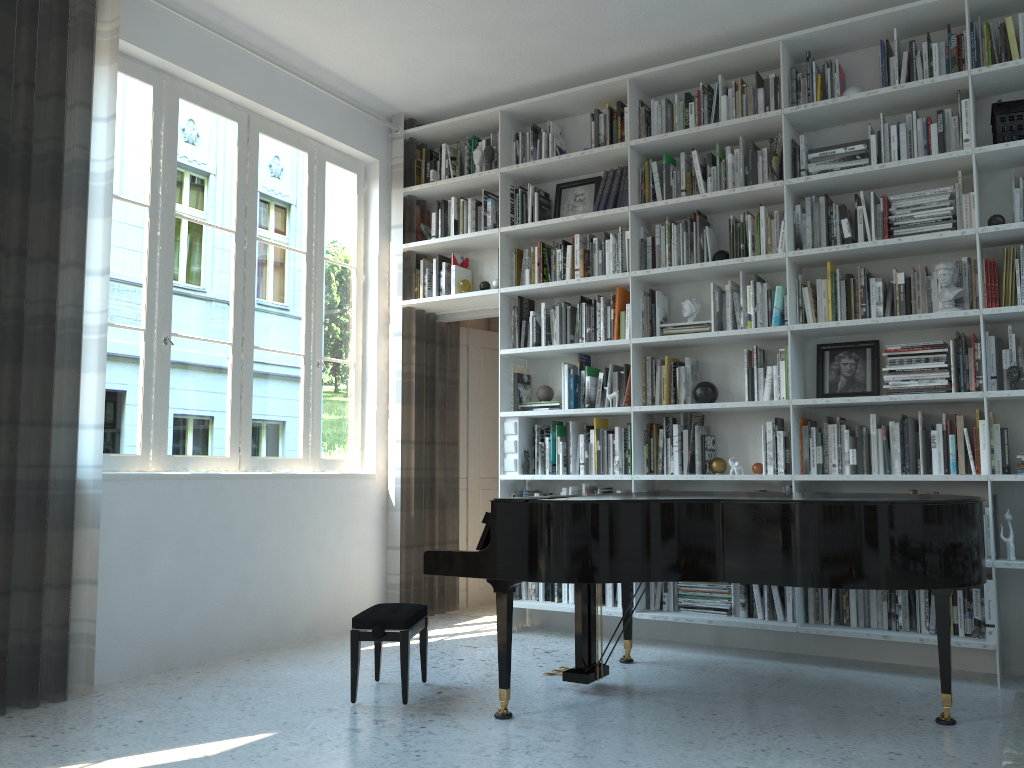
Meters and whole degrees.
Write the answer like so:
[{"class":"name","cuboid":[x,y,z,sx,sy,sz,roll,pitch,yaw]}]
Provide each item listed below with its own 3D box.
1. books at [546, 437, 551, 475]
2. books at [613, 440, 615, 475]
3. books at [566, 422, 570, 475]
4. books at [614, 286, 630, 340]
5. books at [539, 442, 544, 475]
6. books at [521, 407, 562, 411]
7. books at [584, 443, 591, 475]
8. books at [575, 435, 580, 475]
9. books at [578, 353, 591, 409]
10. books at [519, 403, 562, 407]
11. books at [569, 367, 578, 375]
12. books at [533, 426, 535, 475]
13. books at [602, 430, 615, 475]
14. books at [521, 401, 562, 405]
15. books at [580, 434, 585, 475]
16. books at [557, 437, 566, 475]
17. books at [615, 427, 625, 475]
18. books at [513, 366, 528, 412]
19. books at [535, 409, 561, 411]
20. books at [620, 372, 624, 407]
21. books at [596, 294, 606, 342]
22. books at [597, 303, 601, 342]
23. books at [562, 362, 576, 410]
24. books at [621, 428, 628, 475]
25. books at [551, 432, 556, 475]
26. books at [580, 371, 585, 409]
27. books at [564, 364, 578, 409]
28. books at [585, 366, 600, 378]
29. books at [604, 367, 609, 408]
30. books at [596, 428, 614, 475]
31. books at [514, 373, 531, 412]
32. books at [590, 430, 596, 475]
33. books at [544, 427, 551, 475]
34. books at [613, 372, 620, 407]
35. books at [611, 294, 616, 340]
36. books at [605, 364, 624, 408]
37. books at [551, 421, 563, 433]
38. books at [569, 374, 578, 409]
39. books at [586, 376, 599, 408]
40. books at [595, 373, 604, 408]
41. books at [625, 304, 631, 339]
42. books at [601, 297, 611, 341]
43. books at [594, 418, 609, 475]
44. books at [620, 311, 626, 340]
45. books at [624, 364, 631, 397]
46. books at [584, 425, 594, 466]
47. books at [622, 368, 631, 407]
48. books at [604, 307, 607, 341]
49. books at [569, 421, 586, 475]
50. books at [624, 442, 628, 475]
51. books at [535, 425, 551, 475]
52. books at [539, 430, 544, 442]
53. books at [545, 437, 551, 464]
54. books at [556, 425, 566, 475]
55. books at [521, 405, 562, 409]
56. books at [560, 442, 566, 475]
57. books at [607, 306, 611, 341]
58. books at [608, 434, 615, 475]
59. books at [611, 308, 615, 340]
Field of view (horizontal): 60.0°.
[{"class":"books","cuboid":[0.251,0.425,5.210,0.015,0.216,0.180,-3,-6,31]},{"class":"books","cuboid":[0.611,0.416,5.016,0.023,0.194,0.140,-3,-6,31]},{"class":"books","cuboid":[0.363,0.376,5.140,0.019,0.300,0.180,-3,-6,31]},{"class":"books","cuboid":[0.629,-0.381,5.067,0.035,0.325,0.170,-3,-6,31]},{"class":"books","cuboid":[0.210,0.440,5.216,0.019,0.189,0.193,-3,-6,31]},{"class":"books","cuboid":[0.206,0.156,5.283,0.254,0.012,0.161,-4,-7,32]},{"class":"books","cuboid":[0.469,0.429,5.074,0.029,0.181,0.190,-3,-6,31]},{"class":"books","cuboid":[0.417,0.411,5.140,0.045,0.230,0.138,-3,-6,31]},{"class":"books","cuboid":[0.423,-0.006,5.168,0.011,0.335,0.153,-3,-6,31]},{"class":"books","cuboid":[0.203,0.131,5.279,0.285,0.012,0.159,-4,-7,35]},{"class":"books","cuboid":[0.378,0.036,5.187,0.031,0.255,0.143,-3,-6,31]},{"class":"books","cuboid":[0.166,0.399,5.289,0.008,0.285,0.159,-3,-6,31]},{"class":"books","cuboid":[0.558,0.390,5.029,0.028,0.249,0.159,-3,-6,31]},{"class":"books","cuboid":[0.206,0.119,5.286,0.254,0.012,0.161,-4,-7,32]},{"class":"books","cuboid":[0.439,0.408,5.107,0.027,0.229,0.159,-3,-6,31]},{"class":"books","cuboid":[0.315,0.420,5.170,0.015,0.219,0.190,-3,-6,31]},{"class":"books","cuboid":[0.627,0.377,4.983,0.021,0.265,0.185,-3,-6,31]},{"class":"books","cuboid":[0.050,0.042,5.391,0.012,0.285,0.159,-3,-6,31]},{"class":"books","cuboid":[0.204,0.167,5.278,0.285,0.012,0.159,-4,-7,34]},{"class":"books","cuboid":[0.650,0.041,5.014,0.027,0.209,0.144,-3,-6,31]},{"class":"books","cuboid":[0.520,-0.362,5.149,0.011,0.304,0.130,-3,-6,31]},{"class":"books","cuboid":[0.527,-0.336,5.137,0.011,0.251,0.139,-3,-6,31]},{"class":"books","cuboid":[0.335,0.023,5.206,0.012,0.285,0.159,-3,-6,31]},{"class":"books","cuboid":[0.652,0.381,4.991,0.013,0.260,0.142,-3,-6,31]},{"class":"books","cuboid":[0.275,0.409,5.188,0.009,0.244,0.184,-3,-6,31]},{"class":"books","cuboid":[0.444,0.045,5.158,0.030,0.231,0.148,-3,-6,31]},{"class":"books","cuboid":[0.350,0.028,5.195,0.024,0.272,0.150,-3,-6,31]},{"class":"books","cuboid":[0.468,0.031,5.116,0.011,0.250,0.172,-3,-6,31]},{"class":"books","cuboid":[0.561,0.032,5.083,0.013,0.241,0.141,-3,-6,31]},{"class":"books","cuboid":[0.532,0.386,5.040,0.028,0.260,0.181,-3,-6,31]},{"class":"books","cuboid":[0.062,0.061,5.370,0.028,0.242,0.156,-3,-6,31]},{"class":"books","cuboid":[0.498,0.392,5.072,0.026,0.254,0.176,-3,-6,31]},{"class":"books","cuboid":[0.232,0.396,5.231,0.008,0.279,0.164,-3,-6,31]},{"class":"books","cuboid":[0.621,0.043,5.021,0.030,0.207,0.172,-3,-6,31]},{"class":"books","cuboid":[0.604,-0.361,5.097,0.015,0.292,0.144,-3,-6,31]},{"class":"books","cuboid":[0.585,0.022,5.052,0.060,0.255,0.158,-3,-6,31]},{"class":"books","cuboid":[0.265,0.377,5.216,0.006,0.314,0.145,-3,-6,31]},{"class":"books","cuboid":[0.388,0.055,5.144,0.029,0.208,0.189,-3,-6,31]},{"class":"books","cuboid":[0.478,0.059,5.092,0.029,0.190,0.189,-3,-6,31]},{"class":"books","cuboid":[0.532,0.047,5.100,0.056,0.214,0.143,-3,-6,31]},{"class":"books","cuboid":[0.685,-0.333,5.033,0.031,0.223,0.145,-3,-6,31]},{"class":"books","cuboid":[0.552,-0.352,5.101,0.015,0.275,0.157,-3,-6,31]},{"class":"books","cuboid":[0.515,0.357,5.063,0.021,0.322,0.172,-3,-6,31]},{"class":"books","cuboid":[0.659,-0.311,5.046,0.030,0.183,0.152,-3,-6,31]},{"class":"books","cuboid":[0.672,0.019,5.006,0.021,0.251,0.154,-3,-6,31]},{"class":"books","cuboid":[0.456,0.381,5.098,0.014,0.281,0.150,-3,-6,31]},{"class":"books","cuboid":[0.696,0.001,4.948,0.082,0.276,0.228,-3,-6,31]},{"class":"books","cuboid":[0.570,-0.323,5.103,0.012,0.217,0.160,-3,-6,31]},{"class":"books","cuboid":[0.383,0.373,5.142,0.012,0.306,0.189,-3,-6,31]},{"class":"books","cuboid":[0.674,0.418,4.973,0.041,0.181,0.141,-3,-6,31]},{"class":"books","cuboid":[0.185,0.392,5.268,0.014,0.294,0.171,-3,-6,31]},{"class":"books","cuboid":[0.207,0.405,5.240,0.007,0.263,0.177,-3,-6,31]},{"class":"books","cuboid":[0.245,0.426,5.228,0.015,0.218,0.176,-3,-6,31]},{"class":"books","cuboid":[0.303,0.386,5.173,0.007,0.286,0.182,-3,-6,31]},{"class":"books","cuboid":[0.204,0.143,5.280,0.254,0.012,0.161,-3,-7,28]},{"class":"books","cuboid":[0.327,0.434,5.156,0.016,0.188,0.183,-3,-6,31]},{"class":"books","cuboid":[0.586,-0.325,5.099,0.021,0.220,0.148,-3,-6,31]},{"class":"books","cuboid":[0.588,0.400,5.027,0.025,0.229,0.153,-3,-6,31]},{"class":"books","cuboid":[0.608,-0.319,5.073,0.013,0.203,0.161,-3,-6,31]}]
